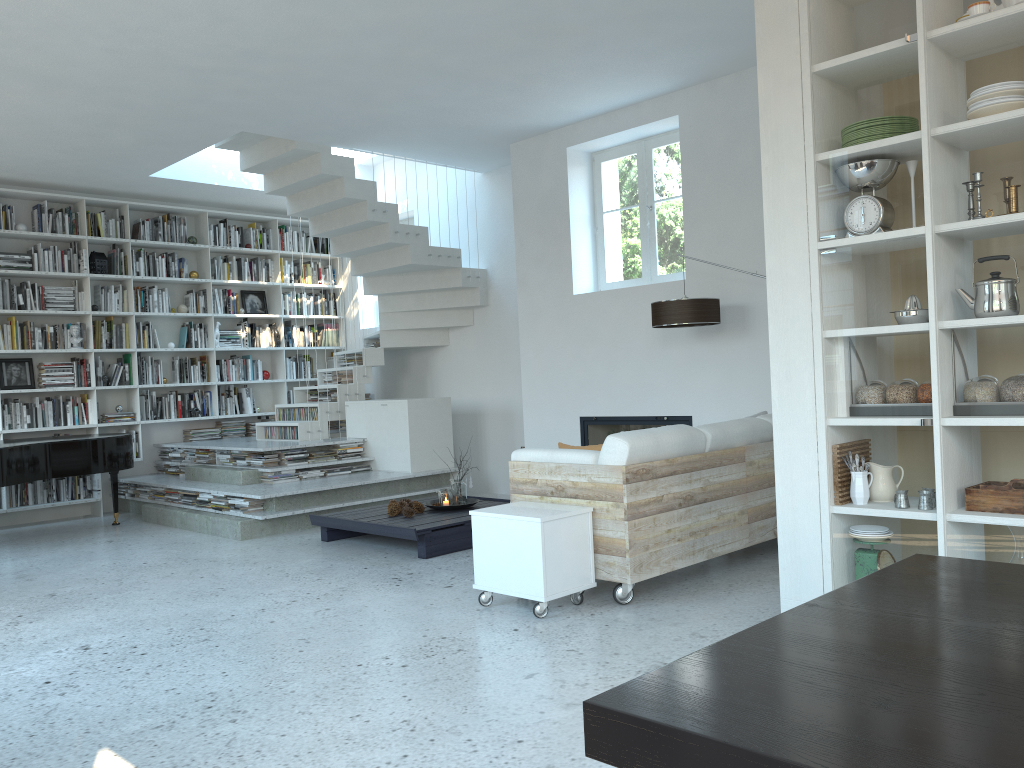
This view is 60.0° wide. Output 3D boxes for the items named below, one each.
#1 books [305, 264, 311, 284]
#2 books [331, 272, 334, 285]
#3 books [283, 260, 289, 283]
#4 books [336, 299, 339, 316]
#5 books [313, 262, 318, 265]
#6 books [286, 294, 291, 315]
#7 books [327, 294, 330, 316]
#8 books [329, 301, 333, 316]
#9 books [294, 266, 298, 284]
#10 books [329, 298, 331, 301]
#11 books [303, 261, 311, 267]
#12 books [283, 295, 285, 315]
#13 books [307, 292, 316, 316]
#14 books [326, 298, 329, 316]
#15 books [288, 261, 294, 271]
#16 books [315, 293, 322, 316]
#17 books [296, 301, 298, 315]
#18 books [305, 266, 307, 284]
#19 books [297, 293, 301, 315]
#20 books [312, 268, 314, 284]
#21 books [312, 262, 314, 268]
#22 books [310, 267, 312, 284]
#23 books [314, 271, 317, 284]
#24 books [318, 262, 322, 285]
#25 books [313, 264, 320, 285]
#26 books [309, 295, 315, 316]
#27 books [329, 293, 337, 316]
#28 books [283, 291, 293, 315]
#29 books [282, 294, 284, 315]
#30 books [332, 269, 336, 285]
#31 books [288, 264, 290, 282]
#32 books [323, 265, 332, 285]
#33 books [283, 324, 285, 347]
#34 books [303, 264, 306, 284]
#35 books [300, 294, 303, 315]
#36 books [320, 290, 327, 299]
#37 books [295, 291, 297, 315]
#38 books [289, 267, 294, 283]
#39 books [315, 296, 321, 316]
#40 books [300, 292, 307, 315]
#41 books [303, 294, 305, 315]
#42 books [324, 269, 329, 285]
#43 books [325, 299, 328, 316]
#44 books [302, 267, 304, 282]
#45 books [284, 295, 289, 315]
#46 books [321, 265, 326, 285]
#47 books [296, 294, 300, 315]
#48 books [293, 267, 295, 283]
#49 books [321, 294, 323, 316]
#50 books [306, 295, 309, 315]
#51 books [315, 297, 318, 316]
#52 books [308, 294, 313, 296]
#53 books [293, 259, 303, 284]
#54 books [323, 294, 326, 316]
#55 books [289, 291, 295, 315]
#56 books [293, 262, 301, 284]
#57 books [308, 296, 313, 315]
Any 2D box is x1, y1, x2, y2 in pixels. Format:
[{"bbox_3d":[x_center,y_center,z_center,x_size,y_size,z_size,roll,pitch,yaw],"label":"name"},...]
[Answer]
[{"bbox_3d":[-2.467,-1.286,10.501,0.042,0.242,0.248,-4,1,-45],"label":"books"},{"bbox_3d":[-2.233,-1.301,10.821,0.040,0.246,0.160,-4,1,-45],"label":"books"},{"bbox_3d":[-2.654,-1.286,10.266,0.026,0.263,0.189,-4,1,-45],"label":"books"},{"bbox_3d":[-2.183,-0.923,10.844,0.021,0.219,0.184,-4,1,-45],"label":"books"},{"bbox_3d":[-2.377,-1.318,10.690,0.011,0.294,0.151,-4,1,-45],"label":"books"},{"bbox_3d":[-2.647,-0.917,10.382,0.026,0.256,0.173,-4,1,-45],"label":"books"},{"bbox_3d":[-2.267,-0.950,10.776,0.013,0.283,0.149,-4,1,-45],"label":"books"},{"bbox_3d":[-2.239,-0.908,10.780,0.029,0.195,0.192,-4,1,-45],"label":"books"},{"bbox_3d":[-2.559,-1.266,10.398,0.025,0.211,0.135,-4,1,-45],"label":"books"},{"bbox_3d":[-2.246,-0.925,10.822,0.024,0.230,0.131,-4,1,-45],"label":"books"},{"bbox_3d":[-2.441,-1.314,10.606,0.010,0.295,0.165,-4,1,-45],"label":"books"},{"bbox_3d":[-2.702,-0.910,10.352,0.026,0.250,0.160,-4,1,-45],"label":"books"},{"bbox_3d":[-2.408,-0.947,10.651,0.024,0.292,0.132,-4,1,-45],"label":"books"},{"bbox_3d":[-2.283,-0.918,10.749,0.025,0.220,0.177,-4,1,-45],"label":"books"},{"bbox_3d":[-2.599,-1.290,10.349,0.023,0.263,0.158,-4,1,-45],"label":"books"},{"bbox_3d":[-2.344,-0.946,10.688,0.012,0.283,0.151,-4,1,-45],"label":"books"},{"bbox_3d":[-2.583,-0.882,10.465,0.027,0.179,0.157,-4,1,-45],"label":"books"},{"bbox_3d":[-2.470,-1.276,10.466,0.013,0.222,0.174,-4,1,-45],"label":"books"},{"bbox_3d":[-2.554,-0.929,10.488,0.025,0.271,0.152,-4,1,-45],"label":"books"},{"bbox_3d":[-2.422,-1.274,10.606,0.013,0.213,0.186,-4,1,-45],"label":"books"},{"bbox_3d":[-2.428,-1.308,10.637,0.024,0.281,0.153,-4,1,-45],"label":"books"},{"bbox_3d":[-2.446,-1.277,10.589,0.023,0.220,0.171,-4,1,-45],"label":"books"},{"bbox_3d":[-2.404,-1.260,10.658,0.034,0.183,0.156,-4,1,-45],"label":"books"},{"bbox_3d":[-2.356,-1.315,10.694,0.023,0.287,0.163,-4,1,-45],"label":"books"},{"bbox_3d":[-2.372,-1.301,10.663,0.022,0.261,0.160,-4,1,-45],"label":"books"},{"bbox_3d":[-2.417,-0.930,10.614,0.023,0.258,0.184,-4,1,-45],"label":"books"},{"bbox_3d":[-2.206,-0.958,10.821,0.042,0.292,0.186,-4,1,-45],"label":"books"},{"bbox_3d":[-2.624,-0.932,10.386,0.014,0.285,0.185,-4,1,-45],"label":"books"},{"bbox_3d":[-2.706,-0.912,10.329,0.012,0.254,0.161,-4,1,-45],"label":"books"},{"bbox_3d":[-2.201,-1.288,10.826,0.011,0.216,0.170,-4,1,-45],"label":"books"},{"bbox_3d":[-2.634,-1.268,10.300,0.049,0.224,0.161,-4,1,-45],"label":"books"},{"bbox_3d":[-2.258,-1.306,10.797,0.029,0.258,0.163,-4,1,-45],"label":"books"},{"bbox_3d":[-2.701,-0.556,10.350,0.010,0.279,0.147,-4,1,-45],"label":"books"},{"bbox_3d":[-2.486,-1.283,10.464,0.012,0.238,0.165,-4,1,-45],"label":"books"},{"bbox_3d":[-2.530,-0.924,10.499,0.024,0.259,0.156,-4,1,-45],"label":"books"},{"bbox_3d":[-2.284,-0.973,10.772,0.013,0.330,0.140,-4,1,-45],"label":"books"},{"bbox_3d":[-2.589,-0.938,10.441,0.012,0.293,0.165,-4,1,-45],"label":"books"},{"bbox_3d":[-2.604,-1.254,10.322,0.024,0.193,0.190,-4,1,-45],"label":"books"},{"bbox_3d":[-2.363,-0.930,10.681,0.025,0.252,0.160,-4,1,-45],"label":"books"},{"bbox_3d":[-2.497,-0.938,10.535,0.030,0.284,0.166,-4,1,-45],"label":"books"},{"bbox_3d":[-2.512,-0.927,10.513,0.022,0.263,0.172,-4,1,-45],"label":"books"},{"bbox_3d":[-2.284,-1.282,10.756,0.023,0.213,0.180,-4,1,-45],"label":"books"},{"bbox_3d":[-2.294,-0.913,10.725,0.025,0.211,0.188,-4,1,-45],"label":"books"},{"bbox_3d":[-2.506,-1.266,10.435,0.014,0.206,0.184,-4,1,-45],"label":"books"},{"bbox_3d":[-2.664,-0.911,10.349,0.023,0.247,0.182,-4,1,-45],"label":"books"},{"bbox_3d":[-2.319,-1.300,10.725,0.070,0.254,0.154,-4,1,-45],"label":"books"},{"bbox_3d":[-2.561,-0.923,10.469,0.013,0.260,0.158,-4,1,-45],"label":"books"},{"bbox_3d":[-2.605,-1.257,10.400,0.038,0.199,0.170,-4,1,-45],"label":"books"},{"bbox_3d":[-2.333,-0.944,10.694,0.013,0.277,0.188,-4,1,-45],"label":"books"},{"bbox_3d":[-2.471,-0.925,10.580,0.012,0.254,0.161,-4,1,-45],"label":"books"},{"bbox_3d":[-2.389,-0.921,10.670,0.028,0.237,0.146,-4,1,-45],"label":"books"},{"bbox_3d":[-2.423,-0.937,10.642,0.010,0.274,0.130,-4,1,-45],"label":"books"},{"bbox_3d":[-2.518,-1.310,10.420,0.022,0.296,0.152,-4,1,-45],"label":"books"},{"bbox_3d":[-2.316,-0.940,10.707,0.028,0.268,0.173,-4,1,-45],"label":"books"},{"bbox_3d":[-2.609,-0.939,10.437,0.022,0.297,0.162,-4,1,-45],"label":"books"},{"bbox_3d":[-2.530,-1.288,10.401,0.023,0.254,0.189,-4,1,-45],"label":"books"},{"bbox_3d":[-2.437,-0.922,10.586,0.045,0.245,0.177,-4,1,-45],"label":"books"}]
